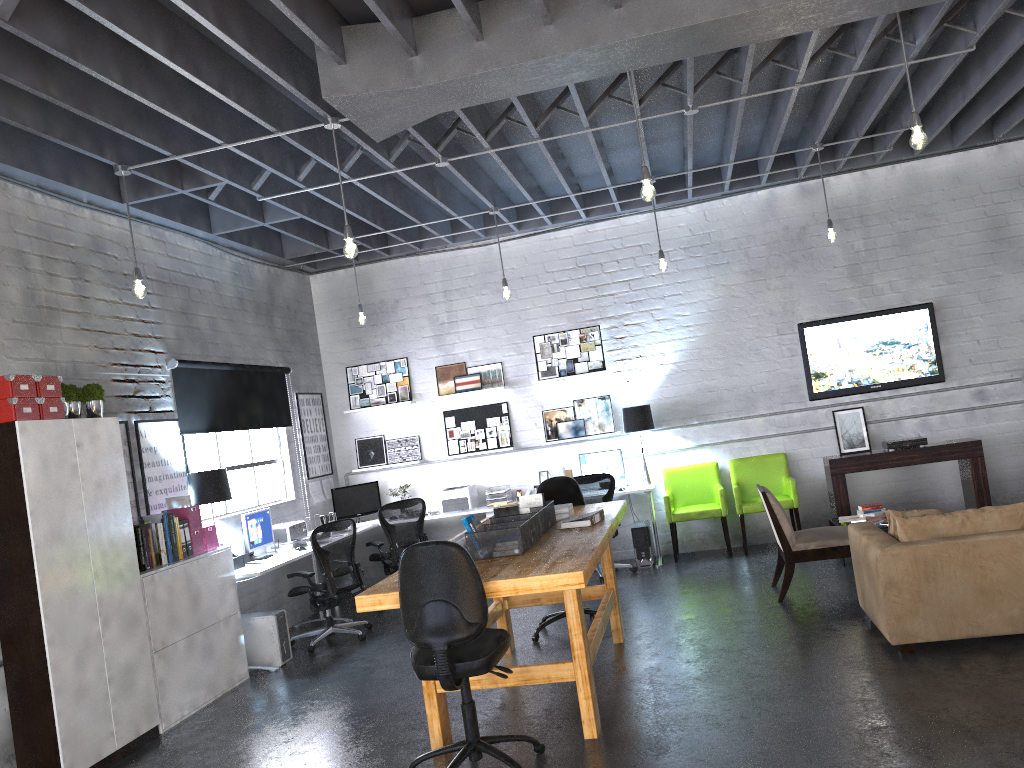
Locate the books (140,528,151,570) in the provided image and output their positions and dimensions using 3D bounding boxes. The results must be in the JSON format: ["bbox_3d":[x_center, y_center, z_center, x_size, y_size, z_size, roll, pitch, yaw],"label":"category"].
[{"bbox_3d":[-2.539,1.121,5.973,0.168,0.275,0.037,-9,-1,11],"label":"books"}]

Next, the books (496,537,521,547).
[{"bbox_3d":[-0.017,0.878,4.940,0.127,0.022,0.181,-9,-2,6],"label":"books"}]

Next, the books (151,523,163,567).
[{"bbox_3d":[-2.511,1.113,6.098,0.170,0.293,0.057,-9,-2,11],"label":"books"}]

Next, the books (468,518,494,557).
[{"bbox_3d":[-0.168,0.856,4.949,0.097,0.209,0.157,-9,-2,11],"label":"books"}]

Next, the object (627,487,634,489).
[{"bbox_3d":[1.221,1.074,9.129,0.046,0.009,0.121,-8,-2,-4],"label":"object"}]

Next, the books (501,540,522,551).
[{"bbox_3d":[-0.009,0.898,4.944,0.141,0.021,0.203,-9,-2,12],"label":"books"}]

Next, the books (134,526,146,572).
[{"bbox_3d":[-2.546,1.106,5.903,0.182,0.302,0.034,-9,-1,11],"label":"books"}]

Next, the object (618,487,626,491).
[{"bbox_3d":[1.124,1.072,9.065,0.058,0.036,0.114,-9,-3,26],"label":"object"}]

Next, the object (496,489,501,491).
[{"bbox_3d":[-0.150,1.155,9.648,0.011,0.010,0.126,-9,-3,20],"label":"object"}]

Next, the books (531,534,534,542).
[{"bbox_3d":[0.003,0.934,5.257,0.250,0.031,0.185,-9,-2,8],"label":"books"}]

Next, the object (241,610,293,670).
[{"bbox_3d":[-2.053,2.065,7.135,0.478,0.411,0.200,-9,-2,11],"label":"object"}]

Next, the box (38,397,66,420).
[{"bbox_3d":[-2.791,0.162,5.182,0.270,0.131,0.206,-9,-2,11],"label":"box"}]

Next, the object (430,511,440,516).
[{"bbox_3d":[-0.824,1.386,9.495,0.103,0.021,0.131,-8,-2,-9],"label":"object"}]

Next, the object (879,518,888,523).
[{"bbox_3d":[3.282,1.190,7.748,0.137,0.031,0.137,-10,-3,37],"label":"object"}]

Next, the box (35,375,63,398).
[{"bbox_3d":[-2.811,0.034,5.186,0.268,0.133,0.206,-9,-2,11],"label":"box"}]

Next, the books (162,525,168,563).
[{"bbox_3d":[-2.494,1.128,6.183,0.161,0.266,0.027,-9,-1,11],"label":"books"}]

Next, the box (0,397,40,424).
[{"bbox_3d":[-2.832,0.160,4.978,0.270,0.131,0.206,-9,-2,11],"label":"box"}]

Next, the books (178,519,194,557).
[{"bbox_3d":[-2.460,1.135,6.469,0.220,0.271,0.082,-9,-2,11],"label":"books"}]

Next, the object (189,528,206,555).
[{"bbox_3d":[-2.427,1.183,6.594,0.214,0.177,0.161,-9,-2,11],"label":"object"}]

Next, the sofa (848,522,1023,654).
[{"bbox_3d":[3.346,1.079,5.331,2.331,0.628,1.104,-9,-2,11],"label":"sofa"}]

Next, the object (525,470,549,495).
[{"bbox_3d":[0.308,1.089,9.532,0.405,0.280,0.399,-9,-2,11],"label":"object"}]

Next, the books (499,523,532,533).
[{"bbox_3d":[-0.017,0.863,5.258,0.232,0.027,0.185,-8,-3,-17],"label":"books"}]

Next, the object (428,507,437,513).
[{"bbox_3d":[-0.880,1.393,9.820,0.105,0.052,0.023,-9,-2,11],"label":"object"}]

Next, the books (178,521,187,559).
[{"bbox_3d":[-2.471,1.136,6.410,0.219,0.267,0.060,-9,-2,16],"label":"books"}]

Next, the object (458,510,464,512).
[{"bbox_3d":[-0.535,1.342,9.399,0.075,0.016,0.017,-10,-3,36],"label":"object"}]

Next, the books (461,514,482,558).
[{"bbox_3d":[-0.199,0.849,4.970,0.108,0.234,0.166,-9,-2,11],"label":"books"}]

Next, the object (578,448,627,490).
[{"bbox_3d":[0.974,0.916,9.391,0.465,0.417,0.212,-9,-2,16],"label":"object"}]

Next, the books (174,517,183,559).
[{"bbox_3d":[-2.453,1.113,6.353,0.159,0.298,0.026,-9,-1,11],"label":"books"}]

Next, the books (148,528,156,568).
[{"bbox_3d":[-2.516,1.125,6.030,0.161,0.266,0.027,-9,-1,11],"label":"books"}]

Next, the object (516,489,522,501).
[{"bbox_3d":[0.080,1.206,9.626,0.093,0.116,0.067,-9,-2,11],"label":"object"}]

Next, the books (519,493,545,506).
[{"bbox_3d":[0.142,0.853,5.990,0.171,0.210,0.046,-9,-2,11],"label":"books"}]

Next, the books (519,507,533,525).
[{"bbox_3d":[0.055,0.857,5.457,0.143,0.188,0.061,-9,-2,11],"label":"books"}]

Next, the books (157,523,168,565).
[{"bbox_3d":[-2.497,1.117,6.147,0.174,0.286,0.045,-9,-2,11],"label":"books"}]

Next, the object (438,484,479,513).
[{"bbox_3d":[-0.582,1.252,9.722,0.351,0.235,0.351,-9,-2,11],"label":"object"}]

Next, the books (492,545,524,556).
[{"bbox_3d":[-0.009,0.923,4.943,0.155,0.029,0.226,-9,-2,11],"label":"books"}]

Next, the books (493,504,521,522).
[{"bbox_3d":[-0.019,0.853,5.441,0.158,0.214,0.063,-9,-2,11],"label":"books"}]

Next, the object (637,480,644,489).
[{"bbox_3d":[1.307,1.019,9.004,0.069,0.083,0.090,-9,-2,10],"label":"object"}]

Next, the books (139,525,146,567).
[{"bbox_3d":[-2.561,1.110,5.941,0.182,0.302,0.034,-9,-1,11],"label":"books"}]

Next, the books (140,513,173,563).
[{"bbox_3d":[-2.492,1.089,6.224,0.176,0.346,0.053,-9,-1,11],"label":"books"}]

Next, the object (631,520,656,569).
[{"bbox_3d":[1.356,1.645,9.137,0.180,0.411,0.476,-9,-2,11],"label":"object"}]

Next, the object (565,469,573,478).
[{"bbox_3d":[0.603,1.054,9.467,0.087,0.259,0.236,-9,-2,11],"label":"object"}]

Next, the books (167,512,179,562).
[{"bbox_3d":[-2.484,1.094,6.285,0.197,0.338,0.065,-9,-2,11],"label":"books"}]

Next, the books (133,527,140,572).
[{"bbox_3d":[-2.577,1.105,5.861,0.180,0.309,0.060,-9,-2,11],"label":"books"}]

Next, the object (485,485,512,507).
[{"bbox_3d":[-0.144,1.211,9.628,0.229,0.180,0.316,-9,-2,11],"label":"object"}]

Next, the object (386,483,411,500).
[{"bbox_3d":[-1.239,1.292,9.887,0.297,0.362,0.271,-7,-2,-34],"label":"object"}]

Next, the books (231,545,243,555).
[{"bbox_3d":[-2.300,1.433,7.379,0.134,0.176,0.020,-9,-1,11],"label":"books"}]

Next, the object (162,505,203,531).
[{"bbox_3d":[-2.453,1.008,6.598,0.214,0.177,0.161,-9,-2,11],"label":"object"}]

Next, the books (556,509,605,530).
[{"bbox_3d":[0.441,0.873,5.725,0.244,0.067,0.298,-9,-3,21],"label":"books"}]

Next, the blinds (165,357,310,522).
[{"bbox_3d":[-2.422,0.606,8.150,0.100,1.631,2.119,-9,-2,11],"label":"blinds"}]

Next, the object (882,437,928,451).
[{"bbox_3d":[3.892,0.593,8.797,0.371,0.082,0.266,-9,-2,11],"label":"object"}]

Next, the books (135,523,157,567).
[{"bbox_3d":[-2.521,1.110,6.057,0.159,0.298,0.026,-9,-1,11],"label":"books"}]

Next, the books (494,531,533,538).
[{"bbox_3d":[-0.003,0.886,5.260,0.250,0.022,0.205,-9,-3,16],"label":"books"}]

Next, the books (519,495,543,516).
[{"bbox_3d":[0.134,0.860,5.960,0.158,0.199,0.082,-9,-2,11],"label":"books"}]

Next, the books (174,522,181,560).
[{"bbox_3d":[-2.459,1.129,6.328,0.161,0.266,0.026,-9,-1,11],"label":"books"}]

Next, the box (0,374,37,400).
[{"bbox_3d":[-2.851,0.032,4.981,0.270,0.131,0.206,-9,-2,11],"label":"box"}]

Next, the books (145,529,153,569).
[{"bbox_3d":[-2.524,1.125,6.004,0.161,0.266,0.026,-9,-1,11],"label":"books"}]
